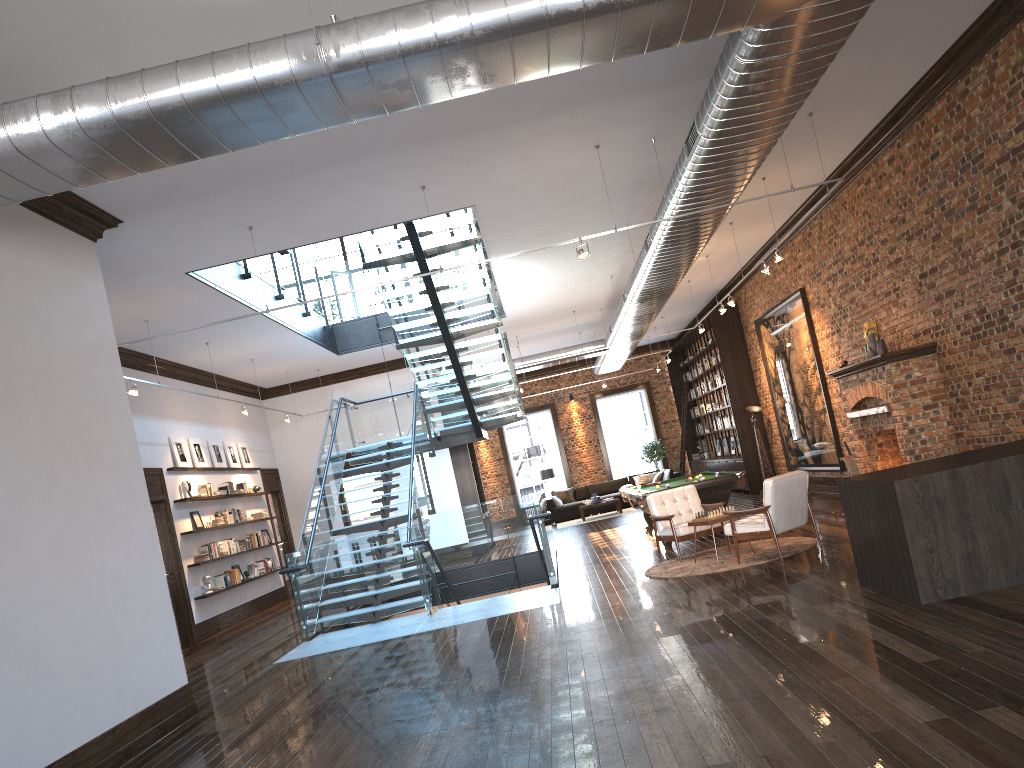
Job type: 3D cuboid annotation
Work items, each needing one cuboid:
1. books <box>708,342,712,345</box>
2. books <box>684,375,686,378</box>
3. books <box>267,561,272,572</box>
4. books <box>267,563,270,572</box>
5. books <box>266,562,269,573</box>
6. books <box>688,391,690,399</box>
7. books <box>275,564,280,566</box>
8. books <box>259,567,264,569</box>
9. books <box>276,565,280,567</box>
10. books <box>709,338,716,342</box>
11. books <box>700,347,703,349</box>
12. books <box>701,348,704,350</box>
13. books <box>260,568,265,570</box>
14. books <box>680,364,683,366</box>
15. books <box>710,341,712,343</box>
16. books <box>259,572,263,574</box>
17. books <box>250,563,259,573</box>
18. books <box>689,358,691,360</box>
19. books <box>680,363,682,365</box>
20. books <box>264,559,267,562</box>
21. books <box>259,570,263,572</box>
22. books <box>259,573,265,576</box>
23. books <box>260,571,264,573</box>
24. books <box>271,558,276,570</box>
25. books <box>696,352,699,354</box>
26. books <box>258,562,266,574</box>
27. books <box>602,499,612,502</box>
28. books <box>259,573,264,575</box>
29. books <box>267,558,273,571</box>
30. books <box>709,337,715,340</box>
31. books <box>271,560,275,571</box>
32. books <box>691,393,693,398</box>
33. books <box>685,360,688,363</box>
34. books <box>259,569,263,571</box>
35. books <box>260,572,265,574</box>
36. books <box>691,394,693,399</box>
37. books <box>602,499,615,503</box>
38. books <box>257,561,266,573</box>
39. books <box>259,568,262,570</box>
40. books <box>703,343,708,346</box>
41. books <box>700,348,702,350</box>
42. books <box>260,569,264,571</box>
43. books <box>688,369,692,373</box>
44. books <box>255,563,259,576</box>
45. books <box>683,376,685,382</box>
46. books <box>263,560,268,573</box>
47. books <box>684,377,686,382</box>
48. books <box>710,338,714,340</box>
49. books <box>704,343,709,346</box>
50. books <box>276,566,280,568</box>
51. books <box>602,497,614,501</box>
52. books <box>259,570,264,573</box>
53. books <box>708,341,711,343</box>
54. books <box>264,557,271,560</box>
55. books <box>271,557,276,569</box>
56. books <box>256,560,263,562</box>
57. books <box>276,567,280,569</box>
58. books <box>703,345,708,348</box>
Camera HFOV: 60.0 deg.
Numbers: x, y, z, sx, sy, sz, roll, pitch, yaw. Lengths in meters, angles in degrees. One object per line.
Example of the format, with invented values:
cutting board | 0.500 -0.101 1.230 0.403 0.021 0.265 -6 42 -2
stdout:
books | 4.826 -0.989 21.195 0.227 0.015 0.276 -12 -6 0
books | 5.117 -0.145 25.722 0.177 0.269 0.029 -13 -1 2
books | -4.613 3.449 16.720 0.168 0.201 0.096 -13 -2 2
books | -4.617 3.451 16.598 0.161 0.169 0.027 -13 -1 2
books | -4.624 3.424 16.495 0.176 0.202 0.034 -13 -1 2
books | 5.239 0.346 25.837 0.176 0.295 0.041 -12 -1 2
books | -4.604 3.516 17.170 0.152 0.013 0.196 -13 -6 2
books | -4.652 3.381 16.227 0.141 0.011 0.289 -13 -6 6
books | -4.593 3.543 17.175 0.159 0.014 0.184 -13 -6 2
books | 4.834 -1.057 21.196 0.169 0.034 0.287 -12 -6 -3
books | 4.883 -0.913 22.642 0.199 0.017 0.304 -12 -6 -3
books | 4.903 -0.893 22.641 0.187 0.011 0.381 -13 -6 2
books | -4.647 3.402 16.226 0.141 0.011 0.289 -13 -6 6
books | 5.031 -0.572 25.809 0.226 0.011 0.271 -12 -6 1
books | 4.828 -1.013 21.196 0.206 0.008 0.334 -13 -6 4
books | -4.642 3.465 16.225 0.141 0.011 0.287 -12 -6 1
books | -4.651 3.365 16.020 0.165 0.235 0.095 -13 -2 2
books | 4.973 -0.707 24.470 0.206 0.024 0.249 -13 -6 5
books | 5.015 -0.598 25.810 0.230 0.015 0.314 -12 -6 -2
books | -4.638 3.417 16.619 0.124 0.249 0.013 -12 -1 2
books | -4.651 3.435 16.226 0.141 0.011 0.286 -13 -6 2
books | -4.629 3.495 16.224 0.142 0.011 0.258 -12 -6 -2
books | -4.636 3.453 16.225 0.141 0.011 0.289 -13 -6 6
books | -4.615 3.456 16.951 0.139 0.231 0.051 -12 -1 2
books | 4.916 -0.835 23.036 0.191 0.013 0.317 -12 -6 -2
books | -4.644 3.406 16.382 0.142 0.224 0.012 -13 -1 2
books | 2.425 2.940 22.404 0.207 0.024 0.260 -17 -7 36
books | -4.635 3.485 16.225 0.142 0.011 0.256 -13 -6 3
books | -4.632 3.438 16.849 0.122 0.252 0.013 -12 -1 2
books | 4.822 -1.095 21.197 0.189 0.017 0.276 -13 -6 4
books | -4.607 3.463 16.869 0.151 0.196 0.029 -13 -1 2
books | 5.216 0.317 25.304 0.166 0.250 0.035 -13 -1 2
books | 4.983 -0.649 24.863 0.230 0.033 0.274 -13 -6 5
books | -4.651 3.413 16.226 0.141 0.011 0.287 -13 -6 3
books | -4.632 3.473 16.224 0.141 0.011 0.289 -12 -6 -3
books | 5.217 0.315 25.336 0.167 0.260 0.030 -13 -1 2
books | 2.393 2.911 22.058 0.260 0.024 0.207 -10 -6 -21
books | -4.642 3.403 16.394 0.163 0.230 0.011 -13 -1 2
books | -4.650 3.392 16.227 0.142 0.011 0.258 -12 -6 -3
books | 4.848 -0.995 21.912 0.205 0.017 0.361 -12 -6 -1
books | 4.896 -0.902 22.641 0.204 0.011 0.309 -13 -6 2
books | -4.651 3.424 16.226 0.141 0.011 0.287 -13 -6 2
books | 5.092 -0.241 25.095 0.168 0.337 0.016 -12 -1 2
books | -4.659 3.369 16.000 0.157 0.232 0.107 -12 -2 2
books | 5.121 -0.127 25.923 0.187 0.274 0.015 -13 -1 2
books | -4.639 3.403 16.473 0.164 0.246 0.011 -13 -1 2
books | 5.127 -0.108 25.842 0.188 0.218 0.016 -13 -1 2
books | 4.826 -1.080 21.196 0.168 0.015 0.370 -13 -6 6
books | 4.870 -0.986 21.911 0.180 0.010 0.279 -12 -6 1
books | -4.594 3.556 17.162 0.156 0.015 0.211 -13 -6 2
books | 2.421 2.913 22.397 0.207 0.028 0.260 -16 -7 34
books | -4.639 3.442 16.225 0.142 0.011 0.258 -12 -6 -3
books | 4.822 -1.027 21.196 0.216 0.020 0.235 -12 -6 -1
books | -4.636 3.444 16.926 0.130 0.261 0.060 -12 -1 2
books | -4.621 3.448 16.989 0.157 0.258 0.042 -12 -1 2
books | -4.652 3.397 16.429 0.134 0.254 0.011 -12 -1 2
books | -4.580 3.578 17.187 0.124 0.013 0.159 -13 -6 2
books | 4.862 -0.943 21.911 0.193 0.030 0.314 -12 -6 -3
